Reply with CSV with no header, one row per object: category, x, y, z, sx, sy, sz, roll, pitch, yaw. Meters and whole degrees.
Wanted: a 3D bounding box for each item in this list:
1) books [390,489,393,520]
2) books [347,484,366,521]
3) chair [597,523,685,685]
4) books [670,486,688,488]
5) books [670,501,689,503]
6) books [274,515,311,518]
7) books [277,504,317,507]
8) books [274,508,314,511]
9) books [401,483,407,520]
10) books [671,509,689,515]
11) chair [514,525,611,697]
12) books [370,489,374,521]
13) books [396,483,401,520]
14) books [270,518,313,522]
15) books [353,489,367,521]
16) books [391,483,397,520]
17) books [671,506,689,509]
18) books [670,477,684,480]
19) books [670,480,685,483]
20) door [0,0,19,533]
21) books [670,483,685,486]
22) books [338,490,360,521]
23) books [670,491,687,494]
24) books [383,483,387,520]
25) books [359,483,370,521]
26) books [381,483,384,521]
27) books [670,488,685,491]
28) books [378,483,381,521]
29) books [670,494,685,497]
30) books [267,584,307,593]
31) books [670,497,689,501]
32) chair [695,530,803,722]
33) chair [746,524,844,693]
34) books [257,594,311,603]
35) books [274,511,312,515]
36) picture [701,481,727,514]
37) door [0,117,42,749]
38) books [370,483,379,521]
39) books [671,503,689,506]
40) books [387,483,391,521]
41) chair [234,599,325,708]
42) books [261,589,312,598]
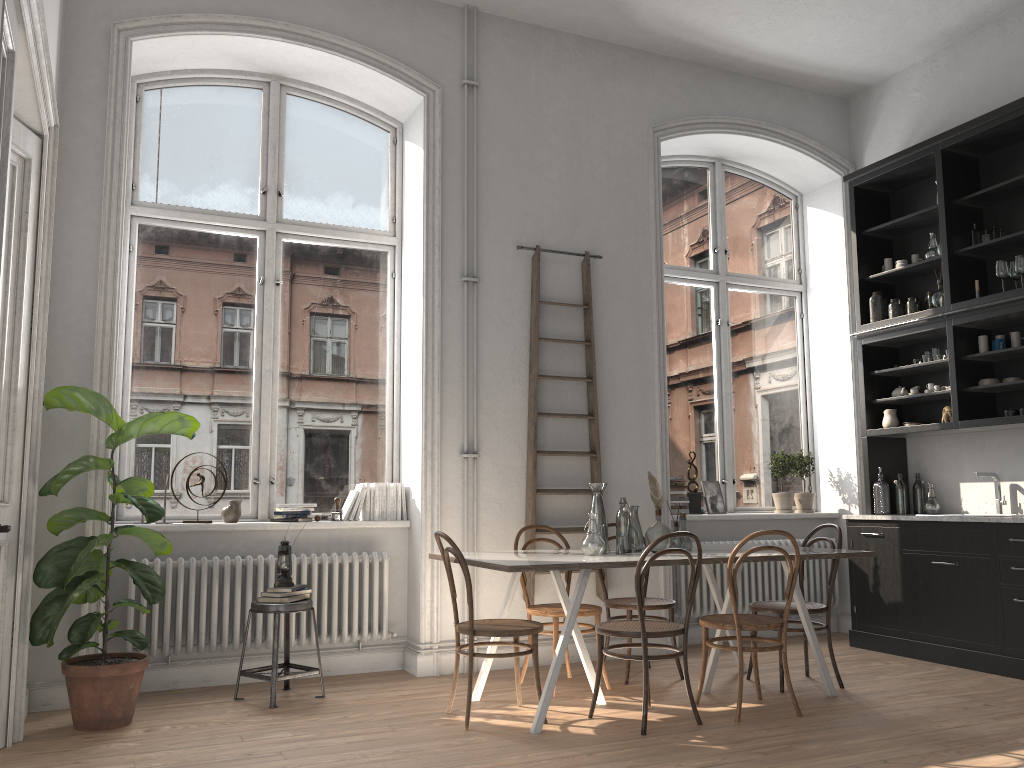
books,-0.813,0.794,5.845,0.020,0.205,0.155,3,-8,-24
books,-1.021,0.767,5.752,0.100,0.234,0.175,3,-8,-24
chair,0.768,1.332,5.503,0.438,0.919,0.550,2,-7,-17
books,1.184,0.784,6.742,0.244,0.019,0.175,3,-8,-24
books,1.185,0.895,6.731,0.255,0.014,0.193,3,-8,-21
books,-1.376,0.831,5.567,0.205,0.022,0.155,0,-7,-4
books,-1.358,0.765,5.591,0.244,0.019,0.175,2,-8,-14
books,-1.367,0.787,5.562,0.205,0.020,0.155,5,-9,-34
books,-0.741,0.779,5.878,0.040,0.244,0.175,3,-8,-24
books,1.180,0.967,6.704,0.248,0.043,0.193,3,-8,-24
chair,0.278,1.295,5.197,0.438,0.919,0.549,3,-8,-26
books,-0.931,0.788,5.792,0.020,0.205,0.155,3,-8,-24
books,-0.770,0.778,5.867,0.024,0.243,0.175,3,-8,-24
books,-1.383,0.853,5.565,0.221,0.023,0.147,-4,-8,24
books,-0.998,0.785,5.761,0.072,0.203,0.155,3,-8,-24
books,-0.801,0.779,5.875,0.024,0.243,0.175,3,-8,-24
books,1.182,0.935,6.708,0.250,0.023,0.175,4,-8,-28
books,1.179,0.721,6.758,0.201,0.024,0.159,5,-9,-34
books,1.188,0.742,6.749,0.205,0.020,0.155,3,-8,-24
door,-1.616,0.009,2.597,0.216,2.811,1.098,3,-8,-23
books,1.176,0.763,6.741,0.231,0.023,0.163,1,-8,-9
books,-1.058,0.785,5.738,0.105,0.194,0.155,3,-8,-25
books,1.190,0.827,6.745,0.222,0.024,0.158,3,-8,-24
books,-0.862,0.776,5.848,0.024,0.243,0.175,3,-8,-24
books,-0.964,0.770,5.802,0.024,0.243,0.175,3,-8,-24
books,-0.880,0.774,5.835,0.019,0.243,0.175,3,-8,-24
books,1.189,0.805,6.741,0.205,0.022,0.155,4,-9,-29
books,-0.891,0.771,5.811,0.019,0.243,0.175,3,-8,-24
books,1.189,0.850,6.735,0.205,0.022,0.155,1,-8,-10
books,-1.261,1.147,4.975,0.147,0.027,0.221,-1,-8,8
books,1.183,0.874,6.734,0.245,0.028,0.194,4,-9,-29
chair,1.207,1.205,4.551,0.438,0.919,0.550,1,-7,-13
chair,1.670,1.290,5.220,0.549,0.919,0.438,1,-7,-12
books,-1.272,1.194,4.960,0.194,0.034,0.246,-2,-8,16
books,-1.374,0.809,5.569,0.221,0.023,0.147,1,-8,-8
picture,1.550,0.893,6.946,0.221,0.264,0.149,6,-9,-40
door,-2.246,0.141,3.580,0.216,2.811,1.098,0,-7,0
books,-0.907,0.769,5.794,0.024,0.243,0.175,3,-8,-24
books,1.182,0.912,6.711,0.249,0.023,0.175,3,-8,-24
books,-0.834,0.774,5.836,0.019,0.243,0.175,3,-8,-24
chair,-1.272,1.462,4.890,0.360,0.522,0.364,-6,-9,39
books,-1.263,1.169,4.971,0.163,0.029,0.232,-6,-9,36
